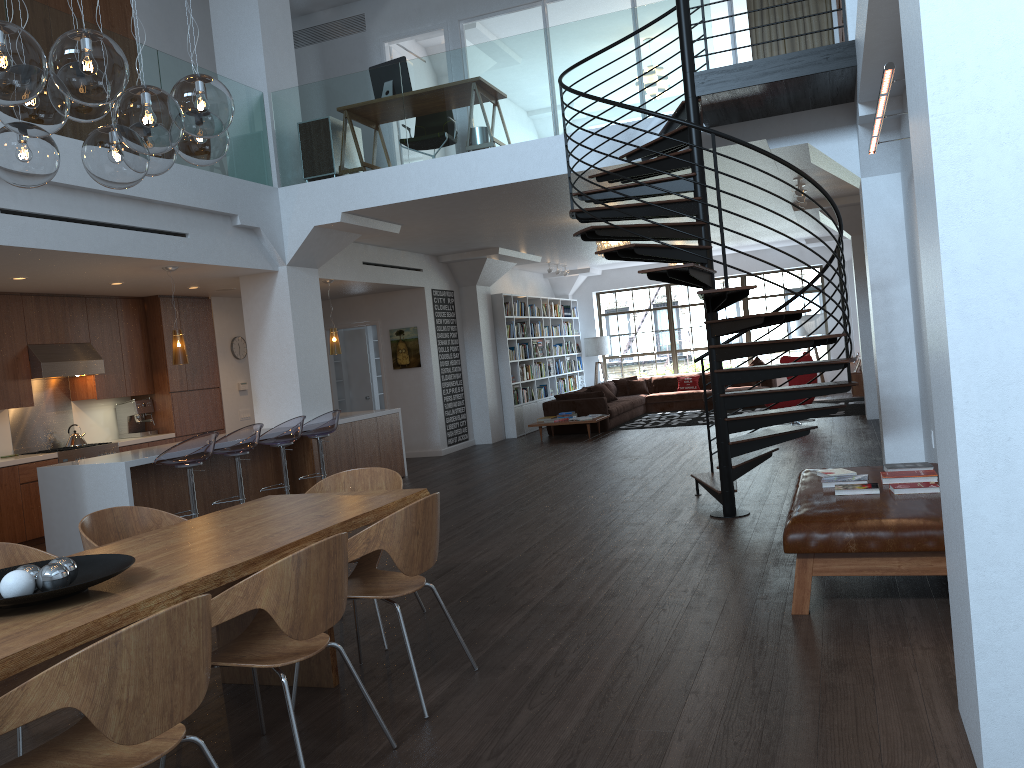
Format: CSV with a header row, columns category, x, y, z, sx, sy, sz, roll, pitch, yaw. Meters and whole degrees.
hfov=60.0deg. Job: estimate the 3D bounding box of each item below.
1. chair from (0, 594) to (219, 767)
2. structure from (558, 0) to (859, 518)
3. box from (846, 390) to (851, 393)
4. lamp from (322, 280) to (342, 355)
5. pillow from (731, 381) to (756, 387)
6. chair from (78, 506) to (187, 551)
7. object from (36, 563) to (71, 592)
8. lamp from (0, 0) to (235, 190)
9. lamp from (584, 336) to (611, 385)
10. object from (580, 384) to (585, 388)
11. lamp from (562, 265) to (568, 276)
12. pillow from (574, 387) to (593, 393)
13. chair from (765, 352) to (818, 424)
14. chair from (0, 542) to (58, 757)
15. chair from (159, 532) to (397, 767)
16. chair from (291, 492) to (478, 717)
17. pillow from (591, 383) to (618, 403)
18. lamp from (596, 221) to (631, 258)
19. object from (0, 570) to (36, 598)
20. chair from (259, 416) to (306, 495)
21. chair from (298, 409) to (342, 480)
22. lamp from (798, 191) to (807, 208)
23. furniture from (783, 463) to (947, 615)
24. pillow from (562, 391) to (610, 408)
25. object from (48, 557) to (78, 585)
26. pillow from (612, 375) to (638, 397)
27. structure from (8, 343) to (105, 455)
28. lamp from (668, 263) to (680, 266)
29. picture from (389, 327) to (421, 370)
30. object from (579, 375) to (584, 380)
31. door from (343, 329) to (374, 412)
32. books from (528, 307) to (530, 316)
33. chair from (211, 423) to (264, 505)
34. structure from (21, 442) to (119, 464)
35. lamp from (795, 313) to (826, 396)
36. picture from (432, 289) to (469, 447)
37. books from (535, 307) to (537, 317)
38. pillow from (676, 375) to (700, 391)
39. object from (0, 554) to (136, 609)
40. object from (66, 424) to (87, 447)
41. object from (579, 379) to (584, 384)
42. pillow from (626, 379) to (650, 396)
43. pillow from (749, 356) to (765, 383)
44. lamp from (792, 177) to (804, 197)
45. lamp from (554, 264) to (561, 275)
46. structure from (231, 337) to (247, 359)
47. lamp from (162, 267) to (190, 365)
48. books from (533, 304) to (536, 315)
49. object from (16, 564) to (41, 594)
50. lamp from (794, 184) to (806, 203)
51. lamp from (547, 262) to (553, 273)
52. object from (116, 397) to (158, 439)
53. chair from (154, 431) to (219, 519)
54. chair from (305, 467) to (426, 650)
category,x,y,z,sx,sy,sz,roll,pitch,yaw
chair,-1.081,0.999,2.356,0.618,0.833,0.629,-5,2,20
structure,1.453,-1.167,6.726,1.998,4.352,1.998,-6,2,-19
box,6.609,0.078,17.252,0.228,0.165,0.368,-5,2,20
lamp,-2.189,-0.807,10.782,0.149,0.900,0.149,-7,2,-25
pillow,4.440,-0.128,16.960,0.542,0.362,0.248,-4,2,41
chair,-1.672,0.997,4.213,0.618,0.833,0.629,-5,2,18
object,-1.472,0.625,2.848,0.100,0.100,0.100,-7,2,-25
lamp,-1.685,-1.790,3.110,0.849,2.140,1.787,-5,2,19
lamp,1.876,-0.213,18.906,0.545,1.579,0.545,-5,2,9
object,1.342,0.058,18.787,0.331,0.088,0.410,-5,2,20
lamp,1.038,-2.185,17.133,0.120,0.211,0.111,-6,2,-5
pillow,1.273,0.249,14.974,0.269,0.411,0.559,-7,2,-24
chair,4.023,0.059,12.839,0.798,1.006,0.801,-8,3,-44
chair,-1.956,1.049,3.488,0.618,0.833,0.629,-5,2,20
chair,-0.837,0.951,3.078,0.618,0.833,0.629,-5,2,22
chair,-0.568,0.899,3.795,0.617,0.830,0.629,-5,2,20
pillow,1.665,0.187,16.350,0.325,0.391,0.625,-4,2,37
lamp,1.258,-1.837,11.042,0.442,0.539,0.441,-7,2,-27
object,-1.561,0.638,2.800,0.100,0.100,0.100,-7,2,-25
chair,-2.110,0.817,8.229,0.481,1.014,0.530,-5,2,18
chair,-1.893,0.776,8.820,0.481,1.014,0.530,-5,2,22
lamp,3.499,-2.222,10.685,0.120,0.211,0.111,-7,2,-35
furniture,2.041,0.792,4.950,0.907,0.453,1.819,-5,2,20
pillow,1.222,0.305,14.713,0.750,0.364,0.289,-5,2,20
object,-1.497,0.625,2.947,0.100,0.100,0.100,-7,2,-25
pillow,2.332,0.056,17.824,0.580,0.418,0.334,-6,2,-7
structure,-4.801,0.138,9.389,0.529,1.110,0.811,-5,2,20
lamp,2.994,-2.165,15.784,0.442,0.539,0.441,-7,2,-27
picture,-1.590,-0.532,13.190,0.450,0.600,0.030,-5,2,20
object,1.317,-0.116,18.784,0.316,0.088,0.410,-5,2,20
door,-2.652,0.147,14.510,0.826,2.032,0.174,-5,2,20
books,0.247,-1.293,16.016,0.126,0.173,0.032,-5,2,20
chair,-2.344,0.859,7.638,0.481,1.014,0.530,-5,2,18
structure,-4.638,1.131,9.398,0.662,0.919,0.811,-5,2,20
lamp,5.868,-0.561,17.309,0.545,1.579,0.545,-5,2,31
picture,-0.939,-0.265,13.664,0.021,2.380,0.800,-5,2,21
books,0.386,-1.329,16.411,0.139,0.191,0.036,-5,2,20
pillow,3.473,-0.012,17.450,0.465,0.308,0.220,-5,2,16
object,-1.545,0.659,2.895,0.592,0.066,0.592,-6,2,-22
object,-4.755,0.554,9.657,0.222,0.235,0.222,-6,2,-5
object,1.333,-0.030,18.784,0.331,0.088,0.410,-5,2,20
pillow,2.480,0.065,17.668,0.489,0.337,0.238,-6,2,-10
pillow,4.681,-0.238,17.040,0.651,0.587,0.335,-6,2,-1
lamp,3.147,-2.155,9.726,0.120,0.211,0.111,-6,2,-5
lamp,0.859,-2.152,16.647,0.120,0.211,0.111,-6,2,-20
structure,-3.602,-0.476,11.707,0.040,0.300,0.300,-5,2,20
lamp,-2.013,-1.219,8.896,2.842,1.807,0.149,-7,2,-30
books,0.366,-1.346,16.374,0.140,0.231,0.042,-5,2,20
object,-1.584,0.640,2.901,0.100,0.100,0.100,-7,2,-25
lamp,3.325,-2.189,10.211,0.120,0.211,0.111,-6,2,-20
lamp,0.685,-2.119,16.173,0.120,0.211,0.111,-7,2,-35
object,-4.384,0.399,10.468,0.439,0.455,0.284,-5,2,20
chair,-2.535,0.898,7.036,0.481,1.014,0.530,-5,2,22
chair,-0.851,0.899,4.707,0.629,0.833,0.618,-5,2,15
